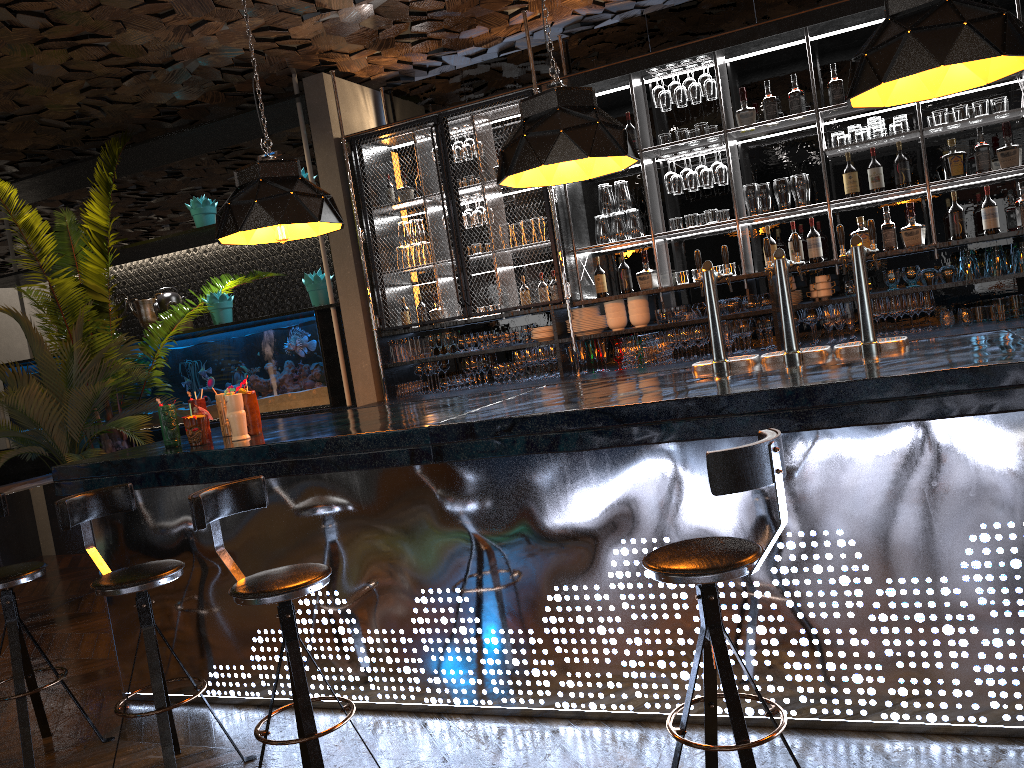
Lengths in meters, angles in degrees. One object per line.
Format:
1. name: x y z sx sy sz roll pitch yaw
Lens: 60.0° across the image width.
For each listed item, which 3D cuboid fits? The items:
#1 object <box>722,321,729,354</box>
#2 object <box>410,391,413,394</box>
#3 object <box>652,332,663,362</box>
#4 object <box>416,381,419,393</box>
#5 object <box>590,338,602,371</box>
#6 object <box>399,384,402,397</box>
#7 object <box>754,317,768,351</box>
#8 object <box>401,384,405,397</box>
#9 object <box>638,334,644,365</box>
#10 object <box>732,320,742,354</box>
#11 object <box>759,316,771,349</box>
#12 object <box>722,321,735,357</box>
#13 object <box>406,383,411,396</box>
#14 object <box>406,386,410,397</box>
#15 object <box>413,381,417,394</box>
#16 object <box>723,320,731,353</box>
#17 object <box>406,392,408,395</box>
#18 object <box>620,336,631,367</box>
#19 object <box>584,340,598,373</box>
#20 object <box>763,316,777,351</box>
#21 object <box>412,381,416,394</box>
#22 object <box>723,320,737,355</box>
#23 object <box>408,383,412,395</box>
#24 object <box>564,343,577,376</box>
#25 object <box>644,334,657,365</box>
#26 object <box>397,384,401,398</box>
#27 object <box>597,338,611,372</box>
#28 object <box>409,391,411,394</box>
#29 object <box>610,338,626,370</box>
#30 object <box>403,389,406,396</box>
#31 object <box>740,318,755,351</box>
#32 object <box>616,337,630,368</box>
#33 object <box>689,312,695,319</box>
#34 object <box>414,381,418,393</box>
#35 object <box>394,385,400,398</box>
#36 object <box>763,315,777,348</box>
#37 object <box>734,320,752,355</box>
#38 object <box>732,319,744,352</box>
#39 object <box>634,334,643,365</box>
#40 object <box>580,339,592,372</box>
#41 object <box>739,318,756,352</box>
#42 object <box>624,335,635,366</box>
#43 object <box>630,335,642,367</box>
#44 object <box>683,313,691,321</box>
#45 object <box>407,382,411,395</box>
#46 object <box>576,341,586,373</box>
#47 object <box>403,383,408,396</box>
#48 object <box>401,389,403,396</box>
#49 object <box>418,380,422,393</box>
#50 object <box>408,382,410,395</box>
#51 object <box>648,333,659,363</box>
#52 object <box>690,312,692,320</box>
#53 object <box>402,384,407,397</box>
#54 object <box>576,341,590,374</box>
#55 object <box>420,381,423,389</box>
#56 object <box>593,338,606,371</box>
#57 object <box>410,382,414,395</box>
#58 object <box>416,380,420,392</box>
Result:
1. object: 1.432 -0.314 6.034 0.071 0.226 0.071 -9 4 -4
2. object: -0.807 0.032 7.060 0.028 0.097 0.028 -9 4 -2
3. object: 1.017 -0.260 6.290 0.082 0.213 0.082 -7 4 23
4. object: -0.745 0.026 7.003 0.031 0.098 0.031 -11 5 -34
5. object: 0.604 -0.209 6.360 0.073 0.229 0.073 -8 4 13
6. object: -0.876 0.053 6.904 0.028 0.097 0.028 -10 4 -16
7. object: 1.629 -0.325 5.804 0.071 0.217 0.071 -6 4 32
8. object: -0.846 0.050 6.873 0.033 0.101 0.033 -9 4 5
9. object: 0.925 -0.248 6.328 0.082 0.213 0.082 -12 5 -35
10. object: 1.491 -0.313 5.951 0.092 0.218 0.092 -10 4 -15
11. object: 1.689 -0.338 5.867 0.071 0.217 0.071 -6 4 32
12. object: 1.411 -0.296 5.807 0.071 0.226 0.071 -9 4 -4
13. object: -0.808 0.045 6.867 0.031 0.098 0.031 -9 4 -2
14. object: -0.792 0.058 6.776 0.034 0.080 0.034 -6 5 37
15. object: -0.760 0.030 6.971 0.031 0.098 0.031 -12 5 -44
16. object: 1.454 -0.322 6.110 0.071 0.226 0.071 -9 4 -4
17. object: -0.837 0.040 6.999 0.028 0.097 0.028 -12 5 -41
18. object: 0.807 -0.227 6.286 0.082 0.213 0.082 -10 4 -16
19. object: 0.560 -0.194 6.234 0.073 0.229 0.073 -8 4 13
20. object: 1.670 -0.327 5.743 0.071 0.217 0.071 -6 4 32
21. object: -0.783 0.030 7.024 0.033 0.101 0.033 -8 4 8
22. object: 1.442 -0.305 5.881 0.071 0.226 0.071 -9 4 -4
23. object: -0.788 0.039 6.902 0.031 0.098 0.031 -10 4 -15
24. object: 0.419 -0.175 6.275 0.073 0.229 0.073 -8 4 13
25. object: 0.945 -0.238 6.127 0.082 0.213 0.082 -9 4 3
26. object: -0.865 0.056 6.832 0.033 0.101 0.033 -12 5 -42
27. object: 0.647 -0.204 6.190 0.073 0.229 0.073 -8 4 13
28. object: -0.822 0.036 7.027 0.028 0.097 0.028 -11 4 -31
29. object: 0.733 -0.205 6.127 0.082 0.213 0.082 -12 5 -37
30. object: -0.850 0.045 6.964 0.028 0.097 0.028 -7 4 21
31. object: 1.597 -0.334 6.021 0.092 0.218 0.092 -10 4 -15
32. object: 0.771 -0.216 6.207 0.082 0.213 0.082 -8 4 16
33. object: 1.217 -0.463 6.026 0.049 0.048 0.044 -8 4 12
34. object: -0.764 0.024 7.064 0.033 0.101 0.033 -12 5 -36
35. object: -0.890 0.057 6.874 0.028 0.097 0.028 -8 4 14
36. object: 1.730 -0.349 5.935 0.071 0.217 0.071 -6 4 32
37. object: 1.513 -0.306 5.795 0.092 0.218 0.092 -10 4 -15
38. object: 1.539 -0.327 6.046 0.092 0.218 0.092 -10 4 -15
39. object: 0.896 -0.238 6.247 0.082 0.213 0.082 -5 5 45
40. object: 0.535 -0.207 6.500 0.073 0.229 0.073 -8 4 13
41. object: 1.570 -0.321 5.888 0.092 0.218 0.092 -10 4 -15
42. object: 0.839 -0.238 6.369 0.082 0.213 0.082 -9 4 1
43. object: 0.853 -0.226 6.167 0.082 0.213 0.082 -9 4 0
44. object: 1.170 -0.449 5.931 0.044 0.048 0.049 -10 4 -23
45. object: -0.800 0.035 6.986 0.033 0.101 0.033 -7 4 29
46. object: 0.497 -0.195 6.400 0.073 0.229 0.073 -8 4 13
47. object: -0.832 0.045 6.908 0.033 0.101 0.033 -8 4 15
48. object: -0.863 0.049 6.934 0.028 0.097 0.028 -12 5 -41
49. object: -0.733 0.021 7.039 0.031 0.098 0.031 -10 4 -19
50. object: -0.814 0.040 6.947 0.033 0.101 0.033 -8 4 5
51. object: 0.980 -0.249 6.209 0.082 0.213 0.082 -11 5 -34
52. object: 1.191 -0.456 5.984 0.049 0.048 0.044 -11 5 -34
53. object: -0.821 0.049 6.832 0.031 0.098 0.031 -11 4 -27
54. object: 0.502 -0.190 6.315 0.073 0.229 0.073 -8 4 13
55. object: -0.720 0.017 7.072 0.031 0.098 0.031 -7 4 29
56. object: 0.628 -0.207 6.278 0.073 0.229 0.073 -8 4 13
57. object: -0.777 0.035 6.934 0.031 0.098 0.031 -10 4 -21
58. object: -0.747 0.020 7.097 0.033 0.101 0.033 -10 4 -11
